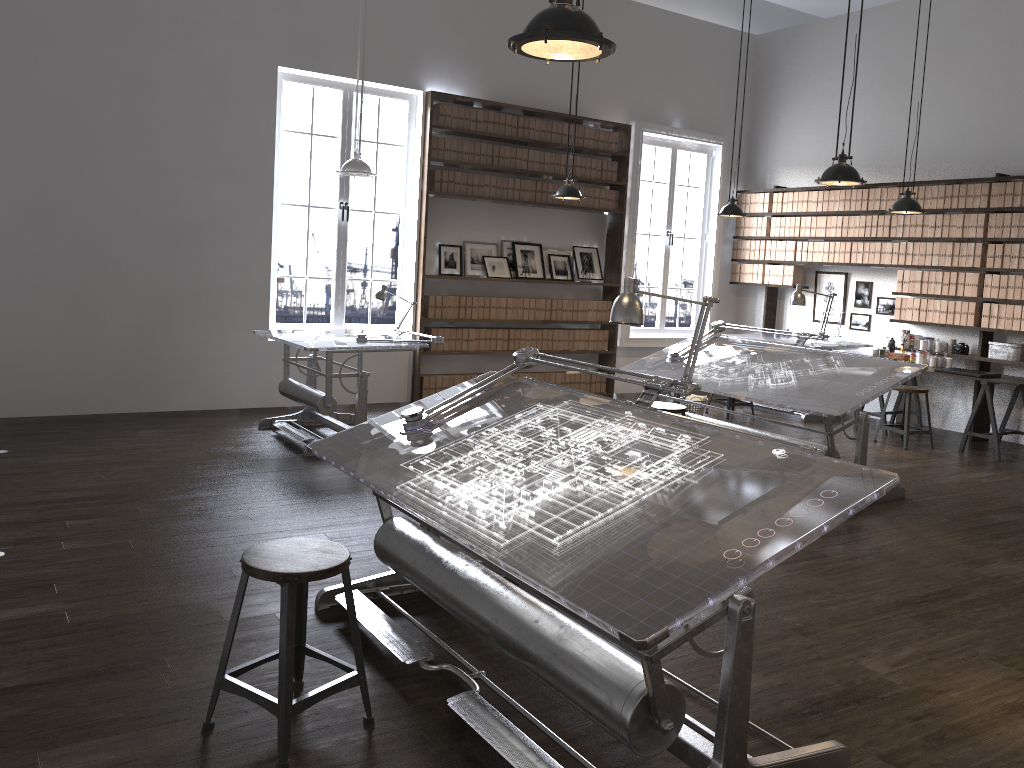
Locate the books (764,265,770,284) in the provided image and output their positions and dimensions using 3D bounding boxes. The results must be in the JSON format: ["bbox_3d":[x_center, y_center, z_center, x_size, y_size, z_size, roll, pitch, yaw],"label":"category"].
[{"bbox_3d":[3.027,-1.272,10.312,0.174,0.225,0.067,0,6,-33],"label":"books"}]

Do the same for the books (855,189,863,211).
[{"bbox_3d":[3.693,-1.922,9.286,0.174,0.224,0.067,-1,6,-33],"label":"books"}]

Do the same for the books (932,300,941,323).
[{"bbox_3d":[4.153,-0.698,8.556,0.174,0.224,0.067,-1,6,-33],"label":"books"}]

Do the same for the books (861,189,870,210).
[{"bbox_3d":[3.728,-1.911,9.221,0.174,0.225,0.067,0,6,-33],"label":"books"}]

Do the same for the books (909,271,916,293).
[{"bbox_3d":[4.017,-1.007,8.773,0.174,0.224,0.067,0,6,-33],"label":"books"}]

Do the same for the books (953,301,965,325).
[{"bbox_3d":[4.265,-0.668,8.382,0.174,0.224,0.067,-1,6,-33],"label":"books"}]

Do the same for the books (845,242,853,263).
[{"bbox_3d":[3.617,-1.385,9.392,0.174,0.225,0.067,-1,6,-33],"label":"books"}]

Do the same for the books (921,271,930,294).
[{"bbox_3d":[4.090,-0.988,8.661,0.174,0.224,0.067,0,6,-33],"label":"books"}]

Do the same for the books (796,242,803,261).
[{"bbox_3d":[3.276,-1.477,9.928,0.174,0.224,0.067,-1,6,-33],"label":"books"}]

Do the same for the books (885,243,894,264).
[{"bbox_3d":[3.879,-1.316,8.987,0.174,0.224,0.067,-1,6,-33],"label":"books"}]

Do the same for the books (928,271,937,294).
[{"bbox_3d":[4.129,-0.978,8.601,0.174,0.224,0.067,0,6,-33],"label":"books"}]

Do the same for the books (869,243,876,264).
[{"bbox_3d":[3.776,-1.344,9.153,0.174,0.224,0.067,-1,6,-33],"label":"books"}]

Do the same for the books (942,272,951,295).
[{"bbox_3d":[4.205,-0.957,8.483,0.174,0.224,0.067,-1,6,-33],"label":"books"}]

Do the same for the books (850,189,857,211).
[{"bbox_3d":[3.656,-1.931,9.340,0.174,0.224,0.067,0,6,-33],"label":"books"}]

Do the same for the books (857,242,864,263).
[{"bbox_3d":[3.696,-1.364,9.270,0.174,0.224,0.067,0,6,-33],"label":"books"}]

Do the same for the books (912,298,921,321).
[{"bbox_3d":[4.039,-0.728,8.731,0.174,0.225,0.067,-1,6,-33],"label":"books"}]

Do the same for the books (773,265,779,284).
[{"bbox_3d":[3.103,-1.253,10.200,0.174,0.224,0.067,-1,6,-33],"label":"books"}]

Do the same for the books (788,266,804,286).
[{"bbox_3d":[3.214,-1.223,10.027,0.174,0.224,0.067,0,6,-33],"label":"books"}]

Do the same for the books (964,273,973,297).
[{"bbox_3d":[4.324,-0.925,8.293,0.174,0.224,0.067,0,6,-33],"label":"books"}]

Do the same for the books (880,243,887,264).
[{"bbox_3d":[3.847,-1.325,9.040,0.174,0.224,0.067,-1,6,-33],"label":"books"}]

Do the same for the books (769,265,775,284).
[{"bbox_3d":[3.067,-1.261,10.252,0.174,0.224,0.067,-1,6,-33],"label":"books"}]

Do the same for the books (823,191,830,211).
[{"bbox_3d":[3.470,-1.981,9.632,0.174,0.224,0.067,-1,6,-33],"label":"books"}]

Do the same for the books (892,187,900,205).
[{"bbox_3d":[3.919,-1.860,8.923,0.174,0.225,0.067,-1,6,-33],"label":"books"}]

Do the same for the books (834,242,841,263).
[{"bbox_3d":[3.545,-1.406,9.510,0.174,0.224,0.067,-1,6,-33],"label":"books"}]

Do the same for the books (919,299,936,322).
[{"bbox_3d":[4.080,-0.718,8.674,0.174,0.224,0.067,0,6,-33],"label":"books"}]

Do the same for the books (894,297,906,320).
[{"bbox_3d":[3.929,-0.757,8.900,0.174,0.225,0.067,-1,6,-33],"label":"books"}]

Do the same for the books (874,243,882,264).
[{"bbox_3d":[3.807,-1.334,9.094,0.174,0.225,0.067,0,6,-33],"label":"books"}]

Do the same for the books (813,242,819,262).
[{"bbox_3d":[3.398,-1.446,9.745,0.174,0.224,0.067,0,6,-33],"label":"books"}]

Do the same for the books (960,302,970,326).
[{"bbox_3d":[4.303,-0.659,8.329,0.174,0.224,0.067,0,6,-33],"label":"books"}]

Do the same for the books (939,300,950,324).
[{"bbox_3d":[4.189,-0.688,8.494,0.174,0.224,0.067,-1,6,-33],"label":"books"}]

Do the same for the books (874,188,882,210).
[{"bbox_3d":[3.808,-1.890,9.099,0.174,0.224,0.067,-1,6,-33],"label":"books"}]

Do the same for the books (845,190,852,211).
[{"bbox_3d":[3.619,-1.940,9.391,0.174,0.225,0.067,-1,6,-33],"label":"books"}]

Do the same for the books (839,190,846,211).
[{"bbox_3d":[3.580,-1.950,9.451,0.174,0.224,0.067,0,6,-33],"label":"books"}]

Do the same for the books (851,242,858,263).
[{"bbox_3d":[3.662,-1.375,9.332,0.174,0.224,0.067,0,6,-33],"label":"books"}]

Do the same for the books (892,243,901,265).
[{"bbox_3d":[3.917,-1.305,8.925,0.174,0.225,0.067,0,6,-33],"label":"books"}]

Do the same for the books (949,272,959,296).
[{"bbox_3d":[4.241,-0.947,8.417,0.174,0.225,0.067,0,6,-33],"label":"books"}]

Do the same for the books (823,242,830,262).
[{"bbox_3d":[3.468,-1.425,9.621,0.174,0.224,0.067,-1,6,-33],"label":"books"}]

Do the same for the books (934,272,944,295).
[{"bbox_3d":[4.163,-0.968,8.540,0.174,0.224,0.067,-1,6,-33],"label":"books"}]

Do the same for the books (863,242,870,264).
[{"bbox_3d":[3.738,-1.354,9.213,0.174,0.224,0.067,-1,6,-33],"label":"books"}]

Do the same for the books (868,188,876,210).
[{"bbox_3d":[3.773,-1.900,9.162,0.174,0.224,0.067,-1,6,-33],"label":"books"}]

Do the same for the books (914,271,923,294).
[{"bbox_3d":[4.049,-0.998,8.714,0.174,0.225,0.067,-1,6,-33],"label":"books"}]

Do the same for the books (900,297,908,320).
[{"bbox_3d":[3.969,-0.748,8.846,0.174,0.224,0.067,0,6,-33],"label":"books"}]

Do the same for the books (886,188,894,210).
[{"bbox_3d":[3.887,-1.870,8.983,0.174,0.224,0.067,0,6,-33],"label":"books"}]

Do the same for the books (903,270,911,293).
[{"bbox_3d":[3.982,-1.016,8.824,0.174,0.224,0.067,0,6,-33],"label":"books"}]

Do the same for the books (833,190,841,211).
[{"bbox_3d":[3.544,-1.961,9.514,0.174,0.224,0.067,0,6,-33],"label":"books"}]

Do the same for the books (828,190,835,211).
[{"bbox_3d":[3.510,-1.971,9.574,0.174,0.224,0.067,-1,6,-33],"label":"books"}]

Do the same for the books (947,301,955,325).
[{"bbox_3d":[4.228,-0.677,8.433,0.174,0.225,0.067,0,6,-33],"label":"books"}]

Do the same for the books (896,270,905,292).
[{"bbox_3d":[3.942,-1.027,8.884,0.174,0.225,0.067,-1,6,-33],"label":"books"}]

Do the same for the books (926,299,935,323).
[{"bbox_3d":[4.119,-0.708,8.617,0.174,0.224,0.067,0,6,-33],"label":"books"}]

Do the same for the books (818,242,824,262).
[{"bbox_3d":[3.432,-1.435,9.684,0.174,0.224,0.067,-1,6,-33],"label":"books"}]

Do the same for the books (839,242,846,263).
[{"bbox_3d":[3.582,-1.396,9.457,0.174,0.224,0.067,0,6,-33],"label":"books"}]

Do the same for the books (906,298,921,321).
[{"bbox_3d":[4.001,-0.739,8.793,0.174,0.224,0.067,0,6,-33],"label":"books"}]

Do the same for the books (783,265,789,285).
[{"bbox_3d":[3.178,-1.233,10.087,0.174,0.224,0.067,0,6,-33],"label":"books"}]

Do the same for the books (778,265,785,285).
[{"bbox_3d":[3.134,-1.243,10.142,0.174,0.225,0.067,0,6,-33],"label":"books"}]

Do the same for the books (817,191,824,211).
[{"bbox_3d":[3.429,-1.991,9.689,0.174,0.225,0.067,0,6,-33],"label":"books"}]

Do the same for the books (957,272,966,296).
[{"bbox_3d":[4.285,-0.936,8.358,0.174,0.224,0.067,-1,6,-33],"label":"books"}]

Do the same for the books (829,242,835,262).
[{"bbox_3d":[3.507,-1.414,9.561,0.174,0.225,0.067,0,6,-33],"label":"books"}]
